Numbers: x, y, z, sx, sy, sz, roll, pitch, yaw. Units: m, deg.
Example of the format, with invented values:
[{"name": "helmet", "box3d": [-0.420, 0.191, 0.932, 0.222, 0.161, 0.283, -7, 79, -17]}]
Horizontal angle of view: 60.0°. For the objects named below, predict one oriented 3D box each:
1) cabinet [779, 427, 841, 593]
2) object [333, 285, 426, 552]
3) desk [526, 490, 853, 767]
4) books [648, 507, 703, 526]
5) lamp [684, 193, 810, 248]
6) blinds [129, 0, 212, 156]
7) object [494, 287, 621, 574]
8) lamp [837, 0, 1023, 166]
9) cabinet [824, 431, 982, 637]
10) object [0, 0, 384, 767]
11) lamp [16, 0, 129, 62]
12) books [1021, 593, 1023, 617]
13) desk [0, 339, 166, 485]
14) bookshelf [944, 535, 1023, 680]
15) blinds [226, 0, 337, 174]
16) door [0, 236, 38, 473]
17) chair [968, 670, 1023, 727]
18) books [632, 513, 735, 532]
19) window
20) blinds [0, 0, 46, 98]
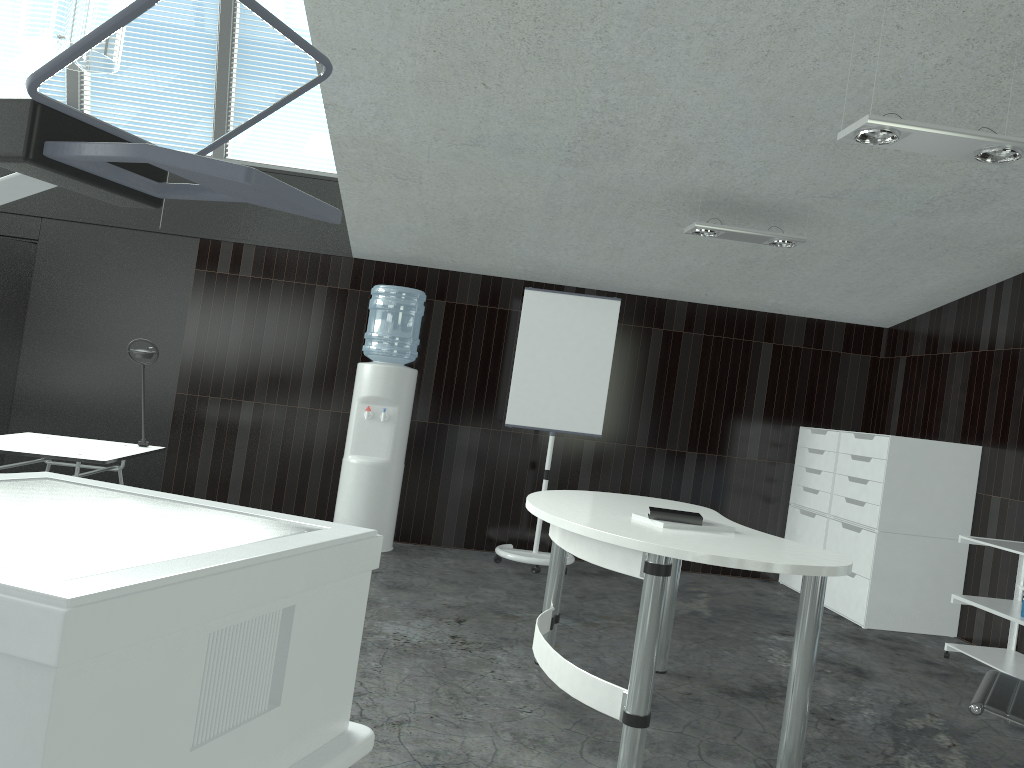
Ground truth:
[{"name": "cabinet", "box3d": [2.376, 1.028, 6.284, 0.587, 1.292, 0.639, 8, -1, -5]}, {"name": "object", "box3d": [-0.898, 0.252, 6.057, 0.436, 1.967, 0.436, 8, -1, -16]}, {"name": "desk", "box3d": [0.467, 0.954, 3.273, 0.910, 0.818, 1.600, 8, -1, -10]}, {"name": "books", "box3d": [0.575, 0.518, 3.132, 0.183, 0.032, 0.164, 7, -1, 8]}, {"name": "lamp", "box3d": [1.464, -2.633, 4.738, 0.600, 3.595, 0.212, 8, -1, -5]}, {"name": "blinds", "box3d": [-2.307, -3.318, 5.690, 0.889, 2.982, 1.106, 8, -1, -5]}, {"name": "object", "box3d": [0.284, 0.345, 6.072, 0.553, 2.091, 0.560, 9, -2, -42]}, {"name": "lamp", "box3d": [1.638, -2.646, 2.960, 0.600, 3.595, 0.212, 8, -1, -5]}, {"name": "cabinet", "box3d": [2.439, 1.023, 5.639, 0.587, 1.292, 0.639, 8, -1, -5]}, {"name": "object", "box3d": [-0.562, 0.357, 0.988, 0.680, 1.639, 0.559, 7, -1, 19]}, {"name": "lamp", "box3d": [-1.546, -2.836, 3.493, 0.359, 2.848, 0.350, 8, -1, -5]}, {"name": "books", "box3d": [2.648, 1.125, 4.339, 0.262, 0.320, 0.072, 8, -1, -5]}, {"name": "desk", "box3d": [-2.114, 0.378, 4.156, 0.700, 1.321, 0.900, 8, -1, -5]}, {"name": "bookshelf", "box3d": [2.609, 1.299, 4.425, 0.403, 0.739, 0.817, 8, -1, -5]}, {"name": "blinds", "box3d": [-1.331, -3.187, 5.785, 0.889, 2.982, 1.106, 8, -1, -5]}, {"name": "door", "box3d": [-3.861, -0.167, 6.002, 0.940, 2.020, 0.365, 8, -1, -5]}, {"name": "chair", "box3d": [1.664, 1.093, 2.550, 0.587, 0.825, 0.560, 7, -1, 33]}, {"name": "books", "box3d": [0.609, 0.548, 3.158, 0.297, 0.021, 0.210, 8, -1, -22]}, {"name": "window", "box3d": [-7.186, -3.985, 5.251, 12.775, 3.101, 1.144, 8, -1, -5]}, {"name": "blinds", "box3d": [-3.285, -3.432, 5.601, 0.889, 2.949, 1.094, 8, -1, -5]}]
